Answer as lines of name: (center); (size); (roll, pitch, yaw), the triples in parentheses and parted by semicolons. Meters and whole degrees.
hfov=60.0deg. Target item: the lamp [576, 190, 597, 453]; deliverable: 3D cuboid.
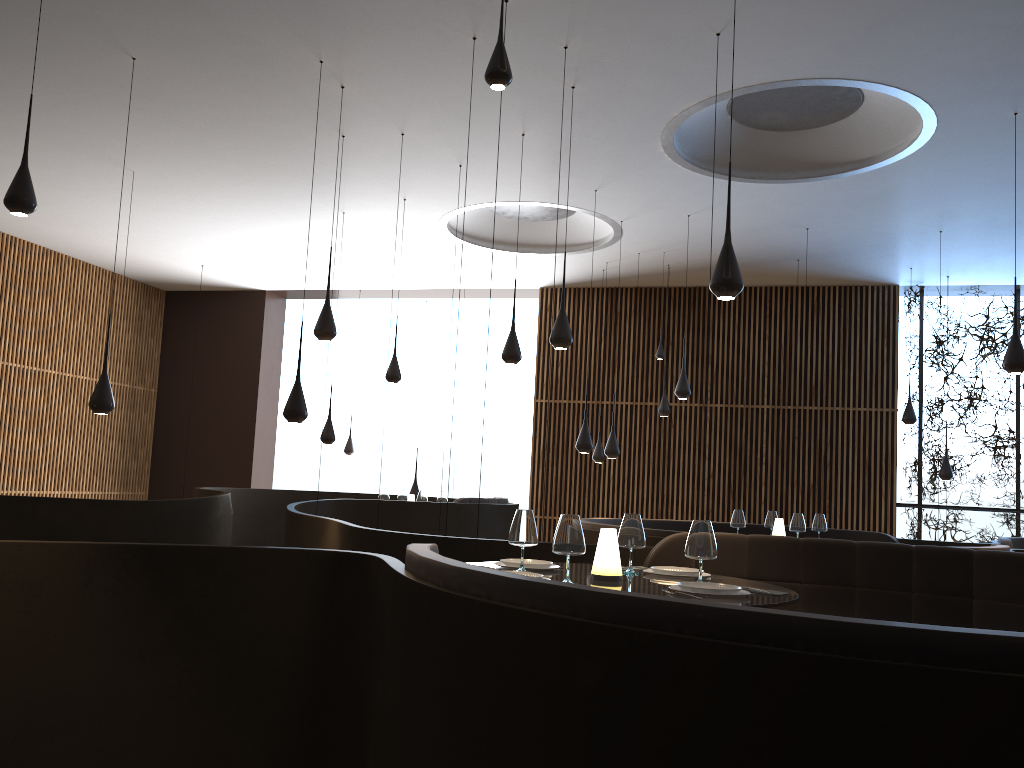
lamp: (0.869, -0.711, 9.864); (0.196, 2.954, 0.196); (5, -5, -20)

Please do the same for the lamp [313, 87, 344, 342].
lamp: (-1.524, -1.466, 7.579); (0.196, 2.219, 0.196); (7, -7, -40)

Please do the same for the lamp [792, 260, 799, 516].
lamp: (3.852, 1.377, 12.149); (0.196, 6.261, 0.196); (4, -5, -10)

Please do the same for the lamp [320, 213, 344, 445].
lamp: (-2.225, -0.717, 11.196); (0.196, 2.954, 0.196); (7, -7, -40)

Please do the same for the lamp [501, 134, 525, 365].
lamp: (0.050, -1.287, 8.414); (0.196, 2.219, 0.196); (1, -5, 20)

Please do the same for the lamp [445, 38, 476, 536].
lamp: (-0.447, 0.493, 6.449); (0.196, 6.261, 0.196); (3, -5, 0)

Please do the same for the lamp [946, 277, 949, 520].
lamp: (6.194, 1.556, 12.639); (0.196, 6.261, 0.196); (-1, -7, 40)

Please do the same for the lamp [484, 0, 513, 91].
lamp: (-0.027, -2.141, 4.226); (0.133, 1.505, 0.133); (2, -5, 10)

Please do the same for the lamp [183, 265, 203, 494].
lamp: (-4.161, 1.583, 11.177); (0.196, 6.261, 0.196); (0, -6, 30)

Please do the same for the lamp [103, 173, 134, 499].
lamp: (-4.484, 0.389, 9.916); (0.196, 6.261, 0.196); (0, -6, 30)

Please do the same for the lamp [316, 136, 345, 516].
lamp: (-1.834, 0.660, 8.510); (0.196, 6.261, 0.196); (7, -7, -40)

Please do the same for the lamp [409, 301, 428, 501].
lamp: (-1.330, 0.258, 12.868); (0.196, 2.954, 0.196); (6, -6, -30)

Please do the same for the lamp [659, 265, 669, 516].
lamp: (2.143, 1.362, 12.778); (0.196, 6.261, 0.196); (1, -6, 23)

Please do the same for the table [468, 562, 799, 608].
table: (0.405, 1.401, 4.000); (1.675, 1.021, 1.673); (8, -8, -40)

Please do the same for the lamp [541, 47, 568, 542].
lamp: (0.250, 0.536, 6.515); (0.196, 6.261, 0.196); (-1, -7, 40)

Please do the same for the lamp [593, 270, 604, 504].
lamp: (1.236, 1.373, 13.279); (0.196, 6.261, 0.196); (1, -6, 23)

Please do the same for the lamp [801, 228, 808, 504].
lamp: (3.499, 1.192, 10.707); (0.196, 6.261, 0.196); (6, -6, -30)

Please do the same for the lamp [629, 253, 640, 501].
lamp: (1.633, 1.272, 12.235); (0.196, 6.261, 0.196); (-2, -7, 42)

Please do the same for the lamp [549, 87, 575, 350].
lamp: (0.457, -1.392, 7.362); (0.196, 2.219, 0.196); (2, -5, 10)

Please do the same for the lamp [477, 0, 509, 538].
lamp: (-0.200, 0.442, 5.907); (0.196, 6.261, 0.196); (3, -5, 0)

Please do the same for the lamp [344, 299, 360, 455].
lamp: (-2.809, -0.210, 15.828); (0.196, 2.954, 0.196); (-1, -7, 40)

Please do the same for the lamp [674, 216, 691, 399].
lamp: (2.079, -0.927, 10.609); (0.196, 2.219, 0.196); (2, -5, 10)

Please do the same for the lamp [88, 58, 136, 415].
lamp: (-3.211, -1.230, 7.222); (0.196, 2.954, 0.196); (7, -7, -40)

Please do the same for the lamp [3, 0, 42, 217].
lamp: (-2.463, -1.725, 4.589); (0.153, 1.733, 0.153); (5, -5, -20)

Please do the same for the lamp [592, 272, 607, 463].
lamp: (1.330, -0.325, 12.985); (0.196, 2.954, 0.196); (3, -5, 0)

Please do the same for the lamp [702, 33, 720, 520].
lamp: (1.346, 0.557, 6.206); (0.196, 6.261, 0.196); (7, -7, -40)

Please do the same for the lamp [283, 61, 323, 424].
lamp: (-1.631, -1.161, 7.105); (0.196, 2.954, 0.196); (1, -5, 20)

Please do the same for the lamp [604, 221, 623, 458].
lamp: (1.295, -0.563, 10.949); (0.196, 2.954, 0.196); (6, -6, -30)

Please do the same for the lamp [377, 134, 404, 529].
lamp: (-1.230, 0.676, 8.381); (0.196, 6.261, 0.196); (1, -5, 20)

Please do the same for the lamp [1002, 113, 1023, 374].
lamp: (4.216, -1.190, 7.423); (0.196, 2.219, 0.196); (7, -7, -40)

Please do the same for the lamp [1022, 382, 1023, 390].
lamp: (5.064, -1.005, 8.599); (0.196, 2.219, 0.196); (7, -7, -40)

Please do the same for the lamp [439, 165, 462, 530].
lamp: (-0.710, 0.793, 9.157); (0.196, 6.261, 0.196); (1, -5, 20)

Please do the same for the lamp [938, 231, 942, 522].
lamp: (5.075, 1.255, 10.549); (0.196, 6.261, 0.196); (6, -6, -30)

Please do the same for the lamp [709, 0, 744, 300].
lamp: (1.292, -1.598, 5.214); (0.196, 2.219, 0.196); (6, -6, -30)

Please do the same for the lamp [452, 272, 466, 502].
lamp: (-0.870, 1.277, 13.395); (0.196, 6.261, 0.196); (4, -5, -10)

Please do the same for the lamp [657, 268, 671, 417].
lamp: (2.288, -0.629, 13.114); (0.196, 2.219, 0.196); (-1, -7, 40)

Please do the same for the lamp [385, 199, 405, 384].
lamp: (-1.346, -1.111, 10.558); (0.196, 2.219, 0.196); (7, -7, -40)
